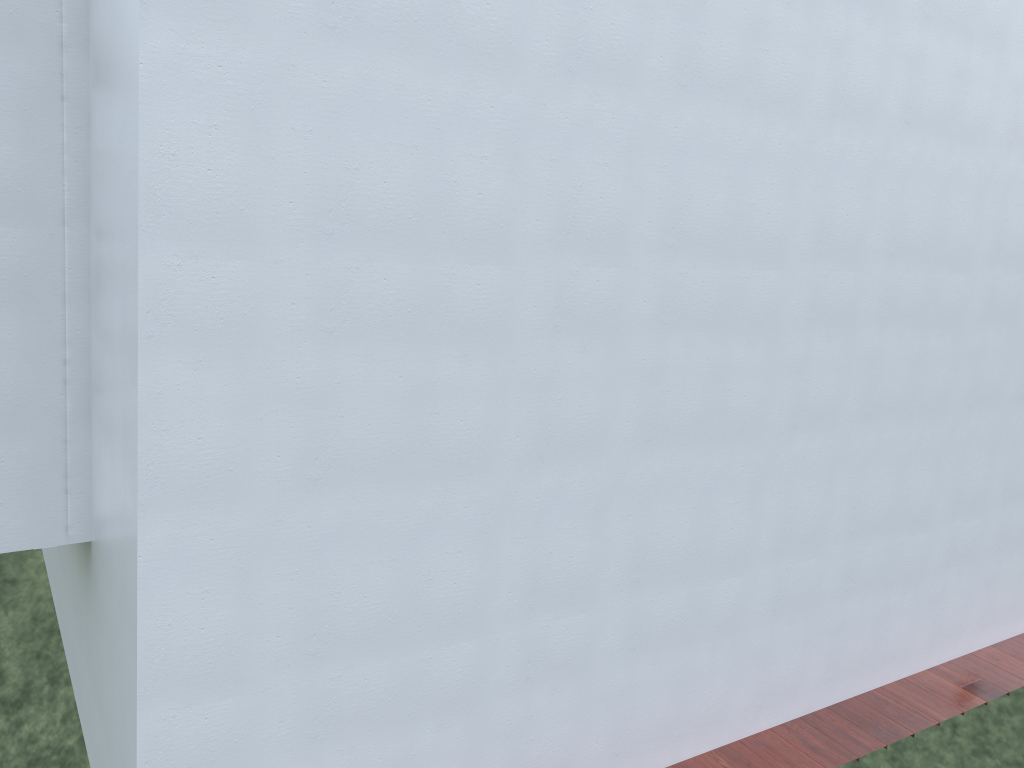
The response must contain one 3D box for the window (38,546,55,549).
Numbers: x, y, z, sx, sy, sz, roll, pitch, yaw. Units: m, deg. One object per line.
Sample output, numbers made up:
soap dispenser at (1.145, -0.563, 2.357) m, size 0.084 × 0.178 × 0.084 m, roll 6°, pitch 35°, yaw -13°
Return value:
window at (-1.512, -0.712, 2.798) m, size 0.127 × 1.967 × 1.540 m, roll -2°, pitch 12°, yaw -32°
